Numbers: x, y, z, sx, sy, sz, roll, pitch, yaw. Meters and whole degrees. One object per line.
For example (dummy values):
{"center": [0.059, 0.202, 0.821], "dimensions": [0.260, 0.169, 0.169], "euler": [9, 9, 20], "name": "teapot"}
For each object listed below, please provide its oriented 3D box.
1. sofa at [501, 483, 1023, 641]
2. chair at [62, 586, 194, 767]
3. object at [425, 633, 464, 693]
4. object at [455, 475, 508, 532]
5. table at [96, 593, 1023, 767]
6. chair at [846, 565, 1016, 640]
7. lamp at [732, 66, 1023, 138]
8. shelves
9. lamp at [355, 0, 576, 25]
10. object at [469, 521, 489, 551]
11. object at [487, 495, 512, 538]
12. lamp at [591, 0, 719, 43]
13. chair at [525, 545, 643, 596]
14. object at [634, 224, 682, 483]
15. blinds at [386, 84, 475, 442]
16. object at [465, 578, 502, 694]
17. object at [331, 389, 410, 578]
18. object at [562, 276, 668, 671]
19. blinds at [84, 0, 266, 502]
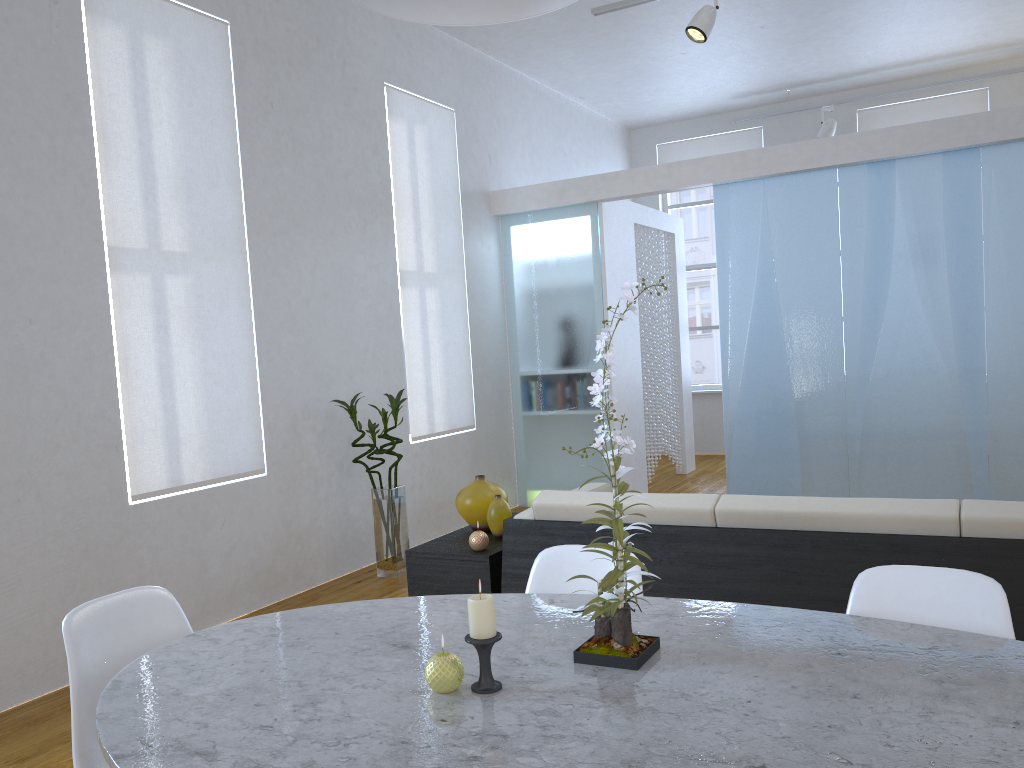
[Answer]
{"center": [1.412, 0.601, 3.438], "dimensions": [5.339, 0.680, 9.701], "euler": [-2, 3, 28], "name": "sofa"}
{"center": [-0.645, 0.605, 1.749], "dimensions": [0.419, 0.352, 0.405], "euler": [-2, 4, 30], "name": "chair"}
{"center": [-0.108, 0.438, 1.399], "dimensions": [0.062, 0.092, 0.063], "euler": [-5, 4, -14], "name": "object"}
{"center": [-0.118, 0.465, 3.466], "dimensions": [0.207, 0.216, 0.207], "euler": [-5, 3, -20], "name": "object"}
{"center": [0.192, 0.780, 1.326], "dimensions": [1.911, 0.624, 1.068], "euler": [-2, 3, 28], "name": "table"}
{"center": [0.681, 0.530, 1.495], "dimensions": [0.406, 0.352, 0.418], "euler": [-2, 4, 32], "name": "chair"}
{"center": [3.360, -2.339, 7.202], "dimensions": [3.119, 0.487, 0.197], "euler": [-2, 4, 27], "name": "lamp"}
{"center": [-0.046, 0.796, 3.450], "dimensions": [0.349, 0.452, 0.728], "euler": [-2, 3, 28], "name": "shelves"}
{"center": [-0.102, -1.362, 1.236], "dimensions": [0.399, 1.541, 0.399], "euler": [-4, 4, -5], "name": "lamp"}
{"center": [-0.119, 0.534, 3.134], "dimensions": [0.071, 0.104, 0.071], "euler": [-6, 4, -34], "name": "object"}
{"center": [-0.047, 0.495, 3.312], "dimensions": [0.095, 0.161, 0.095], "euler": [-5, 4, -20], "name": "object"}
{"center": [1.836, -2.128, 4.367], "dimensions": [3.119, 0.487, 0.204], "euler": [-3, 4, 26], "name": "lamp"}
{"center": [0.093, 0.554, 1.837], "dimensions": [0.406, 0.352, 0.418], "euler": [-2, 3, 28], "name": "chair"}
{"center": [1.158, -0.220, 7.035], "dimensions": [0.051, 2.020, 0.920], "euler": [-1, 4, 28], "name": "object"}
{"center": [-0.496, -0.728, 5.590], "dimensions": [0.007, 2.116, 0.760], "euler": [-1, 4, 28], "name": "blinds"}
{"center": [-0.045, 0.391, 1.391], "dimensions": [0.059, 0.177, 0.059], "euler": [-3, 4, 13], "name": "object"}
{"center": [-0.721, 0.527, 4.666], "dimensions": [0.380, 0.982, 0.483], "euler": [-4, 4, 1], "name": "object"}
{"center": [0.150, 0.150, 1.471], "dimensions": [0.202, 0.640, 0.166], "euler": [-6, 5, -33], "name": "object"}
{"center": [-1.432, -0.599, 3.850], "dimensions": [0.007, 2.115, 0.760], "euler": [-1, 4, 28], "name": "blinds"}
